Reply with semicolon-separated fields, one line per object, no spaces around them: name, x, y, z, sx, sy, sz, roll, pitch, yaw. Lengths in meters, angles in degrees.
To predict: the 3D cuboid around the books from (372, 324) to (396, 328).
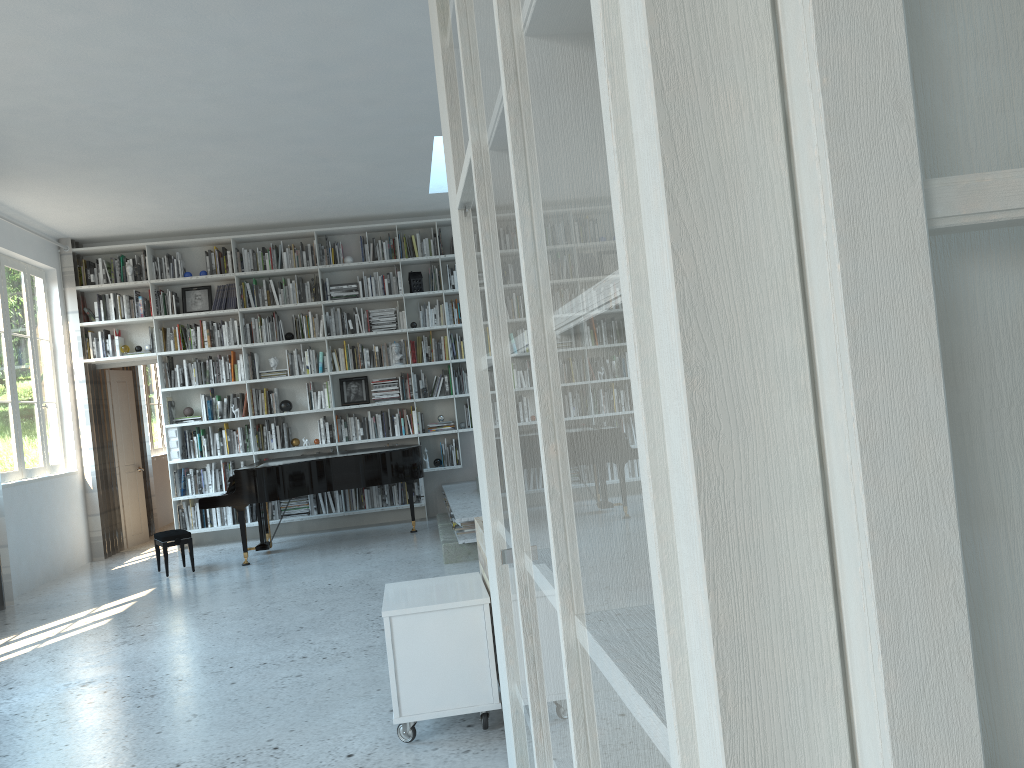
books;-1.358;-0.610;9.417;0.254;0.012;0.161;-6;-1;-8

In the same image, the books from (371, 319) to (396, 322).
books;-1.364;-0.670;9.417;0.254;0.012;0.161;-6;-1;-6

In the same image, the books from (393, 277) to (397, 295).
books;-1.239;-1.026;9.420;0.029;0.202;0.191;-6;0;-7

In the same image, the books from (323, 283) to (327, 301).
books;-1.961;-0.950;9.334;0.027;0.201;0.167;-6;0;-7

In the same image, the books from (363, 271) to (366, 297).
books;-1.555;-1.034;9.374;0.011;0.284;0.190;-6;0;-7

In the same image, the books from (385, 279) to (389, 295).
books;-1.327;-1.009;9.409;0.029;0.188;0.176;-6;0;-7

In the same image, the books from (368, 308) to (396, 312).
books;-1.376;-0.781;9.416;0.285;0.012;0.159;-6;-1;-5

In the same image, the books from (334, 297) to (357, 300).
books;-1.759;-0.888;9.368;0.254;0.012;0.161;-6;-1;-3

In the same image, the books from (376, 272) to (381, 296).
books;-1.413;-1.041;9.406;0.023;0.269;0.185;-6;0;-7

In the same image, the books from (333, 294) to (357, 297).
books;-1.763;-0.924;9.371;0.254;0.012;0.161;-6;-1;-10

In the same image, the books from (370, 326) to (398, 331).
books;-1.355;-0.586;9.418;0.285;0.012;0.159;-6;-1;-6

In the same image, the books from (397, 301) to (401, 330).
books;-1.201;-0.719;9.437;0.012;0.319;0.140;-6;0;-7

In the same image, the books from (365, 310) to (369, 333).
books;-1.531;-0.648;9.386;0.015;0.245;0.183;-6;0;-7

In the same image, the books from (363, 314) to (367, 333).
books;-1.549;-0.632;9.392;0.024;0.216;0.132;-6;0;-7

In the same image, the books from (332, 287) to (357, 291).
books;-1.768;-0.991;9.369;0.254;0.025;0.161;-6;-1;-11

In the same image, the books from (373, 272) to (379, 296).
books;-1.441;-1.040;9.424;0.029;0.273;0.140;-6;0;-7

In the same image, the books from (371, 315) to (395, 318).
books;-1.368;-0.707;9.415;0.254;0.012;0.161;-6;-1;-5

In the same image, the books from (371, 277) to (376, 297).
books;-1.464;-1.010;9.401;0.028;0.219;0.183;-6;0;-7

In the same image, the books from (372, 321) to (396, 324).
books;-1.361;-0.647;9.415;0.254;0.012;0.161;-6;-1;-9

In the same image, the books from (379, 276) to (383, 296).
books;-1.387;-1.021;9.400;0.023;0.223;0.190;-6;0;-7

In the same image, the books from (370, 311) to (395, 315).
books;-1.372;-0.745;9.415;0.254;0.012;0.161;-6;-1;-5

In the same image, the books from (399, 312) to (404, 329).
books;-1.174;-0.662;9.436;0.029;0.198;0.172;-6;0;-7

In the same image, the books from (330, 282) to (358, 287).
books;-1.774;-1.039;9.378;0.285;0.024;0.159;-6;-1;-7

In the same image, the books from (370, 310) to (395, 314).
books;-1.374;-0.757;9.420;0.254;0.012;0.161;-6;-1;-7

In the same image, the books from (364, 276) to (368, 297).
books;-1.539;-1.012;9.391;0.021;0.237;0.171;-6;0;-7

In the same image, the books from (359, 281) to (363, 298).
books;-1.593;-0.981;9.381;0.025;0.187;0.193;-6;-1;-7

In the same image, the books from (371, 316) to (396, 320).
books;-1.366;-0.695;9.413;0.254;0.012;0.161;-6;-1;-10

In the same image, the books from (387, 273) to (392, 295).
books;-1.300;-1.042;9.412;0.032;0.248;0.173;-6;0;-7

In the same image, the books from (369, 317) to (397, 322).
books;-1.365;-0.683;9.413;0.285;0.012;0.159;-6;-1;-4

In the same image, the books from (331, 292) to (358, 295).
books;-1.766;-0.948;9.373;0.285;0.012;0.159;-6;-1;-9

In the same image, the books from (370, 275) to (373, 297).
books;-1.487;-1.021;9.408;0.012;0.244;0.131;-6;0;-7

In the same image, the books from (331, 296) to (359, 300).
books;-1.760;-0.900;9.370;0.285;0.012;0.159;-6;-1;-4

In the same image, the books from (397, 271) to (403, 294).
books;-1.180;-1.050;9.372;0.037;0.237;0.272;-6;-1;-7

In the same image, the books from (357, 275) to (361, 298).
books;-1.615;-1.012;9.383;0.012;0.254;0.161;-6;0;-7

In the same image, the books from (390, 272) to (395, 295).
books;-1.273;-1.052;9.431;0.029;0.261;0.133;-6;0;-7

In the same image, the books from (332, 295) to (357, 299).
books;-1.761;-0.912;9.366;0.254;0.012;0.161;-6;-1;-2

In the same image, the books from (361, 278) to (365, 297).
books;-1.574;-1.001;9.413;0.024;0.223;0.128;-6;0;-7

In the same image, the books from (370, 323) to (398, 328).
books;-1.359;-0.623;9.413;0.285;0.012;0.159;-6;-1;-10

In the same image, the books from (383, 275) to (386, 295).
books;-1.349;-1.028;9.410;0.012;0.230;0.158;-6;0;-7

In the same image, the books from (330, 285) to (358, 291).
books;-1.771;-1.015;9.373;0.285;0.024;0.159;-6;-1;-5

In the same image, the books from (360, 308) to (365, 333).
books;-1.573;-0.656;9.374;0.021;0.269;0.191;-6;0;-7

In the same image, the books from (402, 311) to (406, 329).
books;-1.145;-0.668;9.445;0.030;0.205;0.158;-6;0;-7

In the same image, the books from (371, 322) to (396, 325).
books;-1.360;-0.635;9.415;0.254;0.012;0.161;-6;-1;-5

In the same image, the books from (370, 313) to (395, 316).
books;-1.370;-0.731;9.409;0.254;0.012;0.161;-6;-1;-2

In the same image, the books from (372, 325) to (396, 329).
books;-1.357;-0.598;9.419;0.254;0.012;0.161;-6;-1;-7

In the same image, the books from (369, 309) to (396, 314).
books;-1.374;-0.769;9.408;0.285;0.012;0.159;-6;-1;-12

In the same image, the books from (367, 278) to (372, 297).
books;-1.503;-1.005;9.393;0.027;0.216;0.190;-6;0;-7

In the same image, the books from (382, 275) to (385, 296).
books;-1.361;-1.027;9.415;0.010;0.230;0.152;-6;0;-7

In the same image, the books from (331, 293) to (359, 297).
books;-1.764;-0.936;9.370;0.285;0.012;0.159;-6;-1;-10

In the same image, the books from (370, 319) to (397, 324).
books;-1.363;-0.658;9.418;0.285;0.012;0.159;-6;-1;-6

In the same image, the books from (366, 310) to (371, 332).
books;-1.515;-0.651;9.375;0.013;0.247;0.176;-6;0;-7

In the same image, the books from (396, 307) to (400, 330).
books;-1.208;-0.686;9.419;0.012;0.254;0.161;-6;0;-7

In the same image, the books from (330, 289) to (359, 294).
books;-1.765;-0.966;9.366;0.285;0.024;0.159;-6;-1;-2

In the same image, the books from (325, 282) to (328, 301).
books;-1.944;-0.960;9.350;0.013;0.218;0.141;-6;0;-7

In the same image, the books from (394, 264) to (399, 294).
books;-1.227;-1.093;9.432;0.012;0.334;0.155;-6;0;-7

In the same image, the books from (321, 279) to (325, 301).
books;-1.985;-0.974;9.352;0.012;0.254;0.161;-6;0;-7

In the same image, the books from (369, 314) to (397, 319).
books;-1.370;-0.719;9.418;0.285;0.012;0.159;-6;-1;-8

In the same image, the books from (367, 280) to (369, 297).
books;-1.523;-0.997;9.405;0.011;0.204;0.133;-6;0;-7
